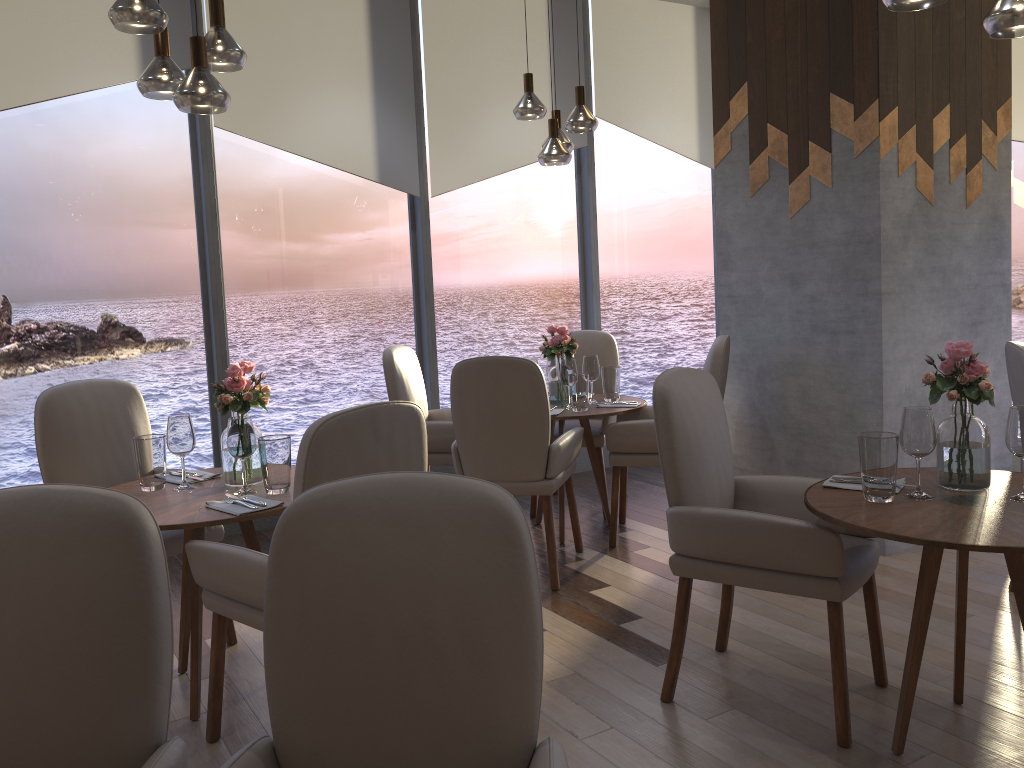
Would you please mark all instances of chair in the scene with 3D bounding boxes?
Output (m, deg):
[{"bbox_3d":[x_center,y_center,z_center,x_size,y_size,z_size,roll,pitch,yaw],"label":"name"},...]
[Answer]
[{"bbox_3d":[0.024,0.345,3.992,0.528,0.998,0.601,-1,5,16],"label":"chair"},{"bbox_3d":[0.770,0.453,2.698,0.600,0.998,0.529,1,6,35],"label":"chair"},{"bbox_3d":[-0.337,0.285,4.685,0.599,0.998,0.530,-2,5,13],"label":"chair"},{"bbox_3d":[2.106,0.340,3.158,0.599,0.998,0.530,-1,5,19],"label":"chair"},{"bbox_3d":[-0.178,0.669,1.160,0.528,0.998,0.601,-2,5,5],"label":"chair"},{"bbox_3d":[-0.742,0.692,1.193,0.528,0.998,0.601,-3,5,0],"label":"chair"},{"bbox_3d":[0.375,0.206,5.094,0.528,0.998,0.601,-1,5,17],"label":"chair"},{"bbox_3d":[0.787,0.264,4.398,0.599,0.998,0.530,-1,5,13],"label":"chair"},{"bbox_3d":[-1.419,0.490,3.296,0.600,0.998,0.529,1,6,40],"label":"chair"},{"bbox_3d":[-0.549,0.534,2.528,0.600,0.998,0.529,2,7,41],"label":"chair"}]

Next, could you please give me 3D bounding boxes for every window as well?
[{"bbox_3d":[0.662,-0.907,2.807,16.117,3.191,8.086,-1,6,14],"label":"window"}]

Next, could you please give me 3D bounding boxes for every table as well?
[{"bbox_3d":[0.287,0.434,4.587,0.835,0.660,0.834,-8,8,-44],"label":"table"},{"bbox_3d":[-0.973,0.679,2.919,0.833,0.660,0.836,-1,6,19],"label":"table"},{"bbox_3d":[1.226,0.637,2.369,0.834,0.660,0.836,1,7,34],"label":"table"}]

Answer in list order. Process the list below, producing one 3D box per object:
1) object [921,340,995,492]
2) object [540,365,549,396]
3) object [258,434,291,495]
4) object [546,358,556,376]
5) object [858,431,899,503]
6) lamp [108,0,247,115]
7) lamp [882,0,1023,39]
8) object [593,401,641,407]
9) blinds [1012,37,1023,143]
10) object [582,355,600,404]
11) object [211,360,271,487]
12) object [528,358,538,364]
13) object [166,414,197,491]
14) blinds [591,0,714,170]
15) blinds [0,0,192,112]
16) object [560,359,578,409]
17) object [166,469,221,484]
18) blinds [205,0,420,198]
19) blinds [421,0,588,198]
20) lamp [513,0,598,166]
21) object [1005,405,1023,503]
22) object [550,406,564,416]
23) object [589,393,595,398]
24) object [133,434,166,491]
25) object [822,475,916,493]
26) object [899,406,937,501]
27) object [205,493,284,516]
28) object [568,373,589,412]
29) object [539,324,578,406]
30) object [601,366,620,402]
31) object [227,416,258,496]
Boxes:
[{"bbox_3d":[1.248,0.084,2.473,0.198,0.414,0.210,-1,5,17],"label":"object"},{"bbox_3d":[0.187,-0.008,4.813,0.102,0.178,0.102,-4,5,-20],"label":"object"},{"bbox_3d":[-0.752,0.257,2.824,0.102,0.178,0.102,-4,5,-10],"label":"object"},{"bbox_3d":[0.228,-0.032,4.710,0.092,0.244,0.092,-5,5,-28],"label":"object"},{"bbox_3d":[0.987,0.224,2.386,0.102,0.178,0.102,1,6,39],"label":"object"},{"bbox_3d":[-1.073,-1.510,2.776,0.440,1.323,0.440,-5,5,-28],"label":"lamp"},{"bbox_3d":[1.137,-1.552,2.222,0.440,1.323,0.440,-5,5,-23],"label":"lamp"},{"bbox_3d":[0.515,0.097,4.446,0.255,0.019,0.158,0,7,19],"label":"object"},{"bbox_3d":[2.507,-2.552,4.883,0.007,2.674,1.175,-5,5,-30],"label":"blinds"},{"bbox_3d":[0.410,-0.025,4.570,0.092,0.244,0.092,-3,5,-1],"label":"object"},{"bbox_3d":[-0.902,0.128,2.982,0.198,0.414,0.210,0,6,32],"label":"object"},{"bbox_3d":[0.099,-0.007,4.543,0.092,0.244,0.092,1,6,40],"label":"object"},{"bbox_3d":[-1.096,0.227,2.944,0.092,0.244,0.092,2,7,45],"label":"object"},{"bbox_3d":[1.015,-2.819,6.151,1.175,2.674,0.007,-6,5,-31],"label":"blinds"},{"bbox_3d":[-2.198,-2.561,4.235,1.175,2.674,0.007,-6,5,-31],"label":"blinds"},{"bbox_3d":[0.284,0.000,4.404,0.092,0.244,0.092,1,6,40],"label":"object"},{"bbox_3d":[-1.129,0.322,3.114,0.255,0.019,0.158,3,9,42],"label":"object"},{"bbox_3d":[-1.115,-2.387,4.894,1.175,2.674,0.007,-6,5,-31],"label":"blinds"},{"bbox_3d":[-0.046,-2.508,5.530,1.175,2.674,0.007,-6,5,-31],"label":"blinds"},{"bbox_3d":[0.198,-1.754,4.431,0.439,1.323,0.440,0,5,26],"label":"lamp"},{"bbox_3d":[1.343,0.182,2.319,0.092,0.244,0.092,-1,5,15],"label":"object"},{"bbox_3d":[0.164,0.129,4.305,0.157,0.019,0.256,-1,7,15],"label":"object"},{"bbox_3d":[0.357,0.062,4.829,0.157,0.019,0.256,-1,7,14],"label":"object"},{"bbox_3d":[-1.203,0.263,2.957,0.102,0.178,0.102,-2,5,9],"label":"object"},{"bbox_3d":[1.036,0.283,2.552,0.255,0.019,0.158,1,8,33],"label":"object"},{"bbox_3d":[1.095,0.185,2.390,0.092,0.244,0.092,-6,6,-37],"label":"object"},{"bbox_3d":[-0.821,0.356,2.682,0.255,0.019,0.158,3,9,44],"label":"object"},{"bbox_3d":[0.326,0.042,4.305,0.102,0.178,0.102,0,6,31],"label":"object"},{"bbox_3d":[0.247,-0.101,4.555,0.210,0.415,0.198,-2,5,7],"label":"object"},{"bbox_3d":[0.515,-0.001,4.605,0.102,0.178,0.102,-3,5,-5],"label":"object"},{"bbox_3d":[-0.862,0.228,2.835,0.092,0.244,0.092,-1,5,24],"label":"object"}]
